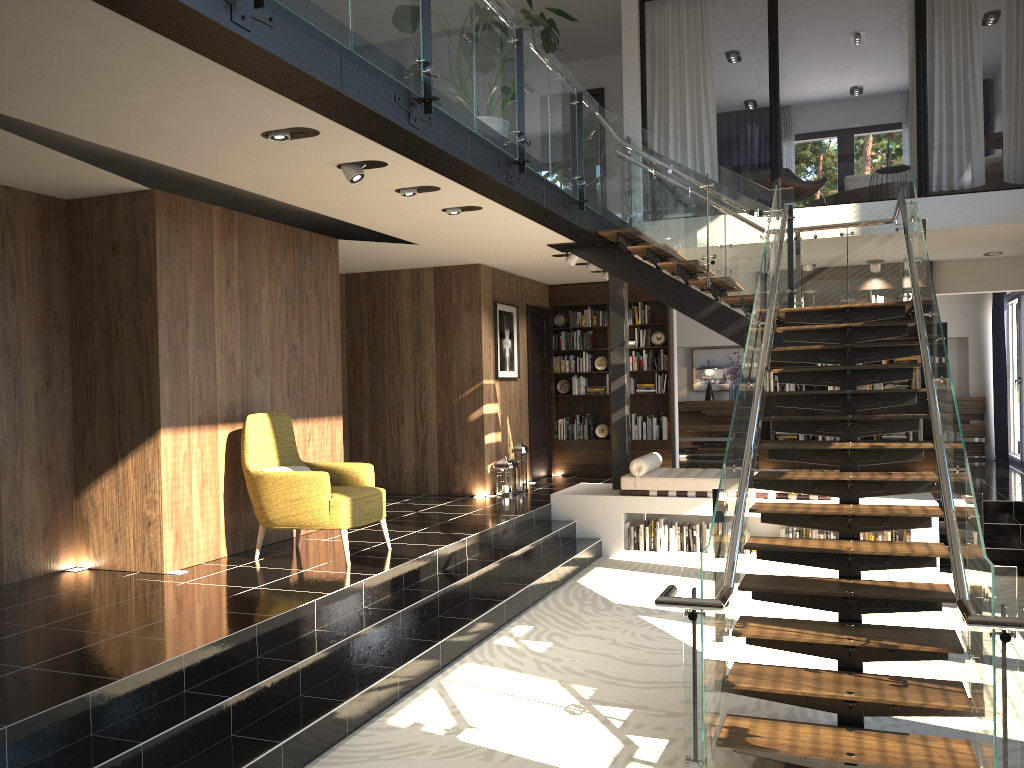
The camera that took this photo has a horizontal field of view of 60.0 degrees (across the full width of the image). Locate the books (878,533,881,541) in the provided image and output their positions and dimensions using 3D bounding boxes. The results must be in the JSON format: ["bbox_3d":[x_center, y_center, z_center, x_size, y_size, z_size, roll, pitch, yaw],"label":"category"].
[{"bbox_3d":[3.541,1.570,8.543,0.024,0.246,0.211,-1,0,21],"label":"books"}]

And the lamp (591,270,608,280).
[{"bbox_3d":[1.155,-1.423,11.162,0.346,0.263,0.195,-1,0,21],"label":"lamp"}]

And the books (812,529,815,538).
[{"bbox_3d":[2.987,1.570,8.780,0.027,0.270,0.187,-1,0,21],"label":"books"}]

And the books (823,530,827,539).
[{"bbox_3d":[3.093,1.544,8.745,0.033,0.318,0.152,-1,0,21],"label":"books"}]

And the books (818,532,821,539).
[{"bbox_3d":[3.049,1.591,8.787,0.026,0.226,0.132,-1,0,21],"label":"books"}]

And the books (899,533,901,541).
[{"bbox_3d":[3.721,1.561,8.505,0.019,0.255,0.180,-1,0,21],"label":"books"}]

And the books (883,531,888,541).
[{"bbox_3d":[3.602,1.549,8.554,0.039,0.284,0.199,-1,0,21],"label":"books"}]

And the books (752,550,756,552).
[{"bbox_3d":[2.562,1.679,8.965,0.261,0.024,0.167,-1,0,18],"label":"books"}]

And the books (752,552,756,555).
[{"bbox_3d":[2.563,1.703,8.966,0.257,0.024,0.167,-1,0,21],"label":"books"}]

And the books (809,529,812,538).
[{"bbox_3d":[2.954,1.562,8.770,0.026,0.287,0.204,-1,0,21],"label":"books"}]

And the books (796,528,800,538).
[{"bbox_3d":[2.851,1.574,8.828,0.029,0.268,0.173,-1,0,21],"label":"books"}]

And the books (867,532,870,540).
[{"bbox_3d":[3.460,1.552,8.598,0.025,0.285,0.164,-1,0,21],"label":"books"}]

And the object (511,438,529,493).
[{"bbox_3d":[0.102,0.973,10.607,0.182,0.643,0.182,-1,1,21],"label":"object"}]

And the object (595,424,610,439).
[{"bbox_3d":[1.262,0.664,12.388,0.212,0.222,0.082,-1,0,21],"label":"object"}]

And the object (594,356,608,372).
[{"bbox_3d":[1.250,-0.282,12.398,0.212,0.222,0.082,-1,0,21],"label":"object"}]

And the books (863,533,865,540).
[{"bbox_3d":[3.418,1.554,8.613,0.023,0.283,0.175,-1,0,21],"label":"books"}]

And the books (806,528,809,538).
[{"bbox_3d":[2.952,1.571,8.838,0.026,0.270,0.128,-1,0,21],"label":"books"}]

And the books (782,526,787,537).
[{"bbox_3d":[2.731,1.574,8.879,0.030,0.273,0.168,-1,0,21],"label":"books"}]

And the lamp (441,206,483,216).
[{"bbox_3d":[-0.402,-1.447,7.104,0.346,0.177,0.195,-1,0,21],"label":"lamp"}]

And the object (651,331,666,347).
[{"bbox_3d":[1.998,-0.614,12.086,0.212,0.222,0.082,-1,0,21],"label":"object"}]

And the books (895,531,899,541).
[{"bbox_3d":[3.694,1.553,8.502,0.030,0.273,0.185,-1,0,21],"label":"books"}]

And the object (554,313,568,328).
[{"bbox_3d":[0.695,-0.900,12.573,0.212,0.222,0.082,-1,0,21],"label":"object"}]

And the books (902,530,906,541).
[{"bbox_3d":[3.752,1.544,8.499,0.043,0.287,0.147,-1,0,21],"label":"books"}]

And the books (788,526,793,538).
[{"bbox_3d":[2.785,1.552,8.844,0.043,0.316,0.209,-1,0,21],"label":"books"}]

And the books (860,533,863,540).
[{"bbox_3d":[3.390,1.529,8.613,0.028,0.334,0.205,-1,0,21],"label":"books"}]

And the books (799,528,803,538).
[{"bbox_3d":[2.881,1.573,8.825,0.029,0.268,0.146,-1,0,21],"label":"books"}]

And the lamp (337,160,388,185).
[{"bbox_3d":[-0.955,-1.406,5.656,0.346,0.247,0.195,-1,0,21],"label":"lamp"}]

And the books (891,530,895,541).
[{"bbox_3d":[3.663,1.525,8.525,0.042,0.328,0.205,-1,0,21],"label":"books"}]

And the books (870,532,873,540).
[{"bbox_3d":[3.475,1.569,8.567,0.025,0.249,0.208,-1,0,21],"label":"books"}]

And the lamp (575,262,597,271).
[{"bbox_3d":[0.877,-1.435,10.437,0.346,0.231,0.195,-1,0,21],"label":"lamp"}]

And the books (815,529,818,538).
[{"bbox_3d":[3.019,1.541,8.789,0.029,0.326,0.153,-1,0,21],"label":"books"}]

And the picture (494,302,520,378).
[{"bbox_3d":[-0.053,-0.528,10.932,0.028,0.911,0.748,-1,0,21],"label":"picture"}]

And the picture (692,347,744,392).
[{"bbox_3d":[4.826,-0.278,14.957,3.543,0.748,0.035,-1,1,21],"label":"picture"}]

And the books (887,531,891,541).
[{"bbox_3d":[3.626,1.548,8.524,0.028,0.285,0.210,-1,0,21],"label":"books"}]

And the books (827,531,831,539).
[{"bbox_3d":[3.120,1.575,8.718,0.036,0.253,0.178,-1,0,21],"label":"books"}]

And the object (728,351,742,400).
[{"bbox_3d":[3.832,-0.131,15.184,0.272,0.860,0.270,-1,1,35],"label":"object"}]

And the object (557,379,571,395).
[{"bbox_3d":[0.736,0.046,12.600,0.212,0.222,0.082,-1,0,21],"label":"object"}]

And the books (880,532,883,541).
[{"bbox_3d":[3.564,1.568,8.540,0.021,0.248,0.197,-1,0,21],"label":"books"}]

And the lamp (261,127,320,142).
[{"bbox_3d":[-1.233,-1.447,4.931,0.346,0.158,0.195,-1,0,21],"label":"lamp"}]

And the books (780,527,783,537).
[{"bbox_3d":[2.715,1.580,8.914,0.026,0.263,0.156,-1,0,21],"label":"books"}]

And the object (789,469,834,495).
[{"bbox_3d":[3.087,1.156,9.162,0.466,0.510,1.166,-1,0,21],"label":"object"}]

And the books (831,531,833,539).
[{"bbox_3d":[3.145,1.573,8.709,0.019,0.256,0.186,-1,0,21],"label":"books"}]

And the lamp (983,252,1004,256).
[{"bbox_3d":[5.593,-1.570,10.307,0.195,0.158,0.346,-1,0,21],"label":"lamp"}]

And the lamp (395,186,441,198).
[{"bbox_3d":[-0.679,-1.444,6.379,0.346,0.177,0.195,-1,0,21],"label":"lamp"}]

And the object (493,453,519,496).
[{"bbox_3d":[-0.071,1.055,10.429,0.262,0.483,0.262,-1,0,21],"label":"object"}]

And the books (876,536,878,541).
[{"bbox_3d":[3.532,1.585,8.582,0.022,0.216,0.137,-1,0,21],"label":"books"}]

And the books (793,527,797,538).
[{"bbox_3d":[2.832,1.566,8.863,0.030,0.284,0.176,-1,0,21],"label":"books"}]

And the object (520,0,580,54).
[{"bbox_3d":[-0.173,-2.496,7.159,1.465,1.554,1.260,-1,0,9],"label":"object"}]

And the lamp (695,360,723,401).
[{"bbox_3d":[3.391,-0.058,15.239,0.470,0.726,0.470,-1,0,13],"label":"lamp"}]

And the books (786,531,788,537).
[{"bbox_3d":[2.764,1.597,8.884,0.027,0.226,0.165,-1,0,21],"label":"books"}]

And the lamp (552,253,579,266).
[{"bbox_3d":[0.601,-1.416,9.715,0.346,0.263,0.195,-1,0,21],"label":"lamp"}]

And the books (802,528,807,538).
[{"bbox_3d":[2.911,1.554,8.817,0.035,0.305,0.151,-1,0,21],"label":"books"}]

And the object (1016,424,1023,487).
[{"bbox_3d":[4.364,0.886,6.817,0.876,1.338,0.830,-1,0,10],"label":"object"}]

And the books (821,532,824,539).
[{"bbox_3d":[3.067,1.588,8.760,0.028,0.231,0.158,-1,0,21],"label":"books"}]

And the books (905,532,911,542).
[{"bbox_3d":[3.777,1.555,8.450,0.037,0.264,0.272,-1,0,21],"label":"books"}]

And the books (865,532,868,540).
[{"bbox_3d":[3.439,1.544,8.608,0.021,0.302,0.167,-1,0,21],"label":"books"}]

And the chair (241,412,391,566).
[{"bbox_3d":[-1.521,0.767,6.848,1.031,1.097,0.807,-1,0,20],"label":"chair"}]

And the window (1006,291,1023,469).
[{"bbox_3d":[7.005,-0.072,12.140,0.184,2.476,2.980,-1,0,21],"label":"window"}]
